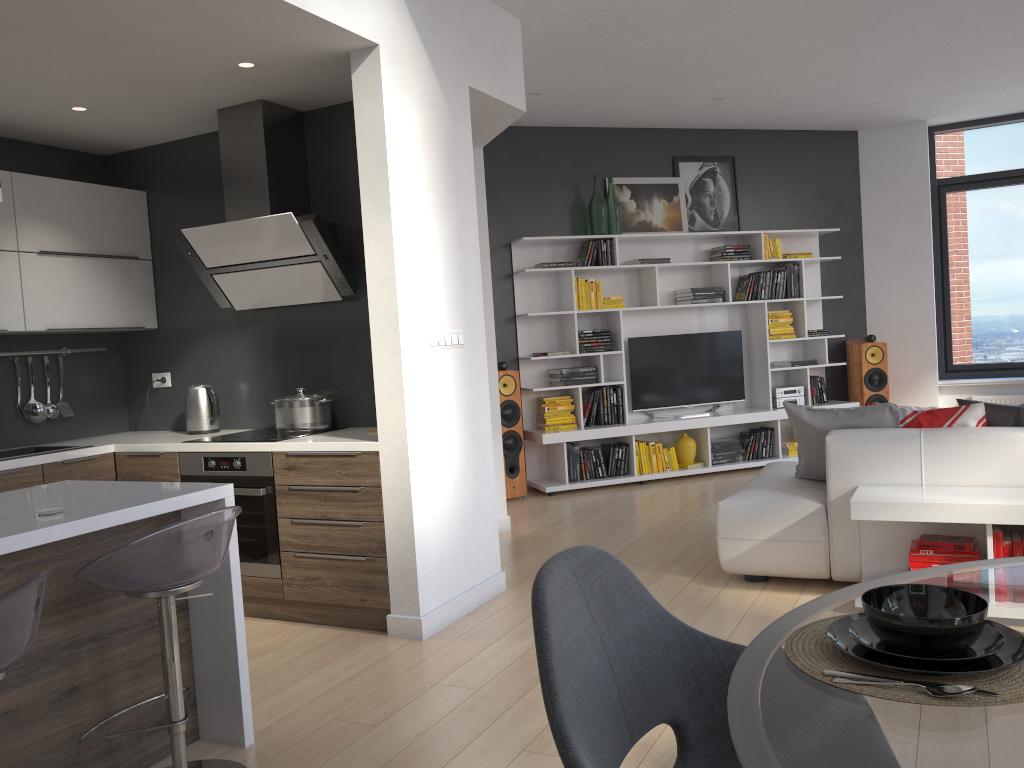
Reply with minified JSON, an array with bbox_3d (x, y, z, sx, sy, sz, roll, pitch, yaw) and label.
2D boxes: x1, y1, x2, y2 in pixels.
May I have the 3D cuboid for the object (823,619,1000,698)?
[{"bbox_3d":[0.565,0.367,1.231,0.206,0.015,0.309,-2,3,31],"label":"object"}]

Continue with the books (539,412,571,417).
[{"bbox_3d":[0.353,0.244,7.284,0.228,0.024,0.152,-4,3,-14],"label":"books"}]

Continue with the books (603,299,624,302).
[{"bbox_3d":[0.818,-0.692,7.390,0.187,0.014,0.134,-5,3,-18],"label":"books"}]

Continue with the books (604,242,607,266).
[{"bbox_3d":[0.745,-1.068,7.357,0.021,0.200,0.147,-5,3,-18],"label":"books"}]

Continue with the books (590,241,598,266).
[{"bbox_3d":[0.653,-1.066,7.325,0.074,0.212,0.154,-5,3,-19],"label":"books"}]

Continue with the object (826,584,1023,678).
[{"bbox_3d":[0.573,0.337,1.232,0.258,0.074,0.258,-3,3,7],"label":"object"}]

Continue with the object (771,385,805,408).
[{"bbox_3d":[2.415,0.114,7.929,0.285,0.174,0.270,-5,3,-18],"label":"object"}]

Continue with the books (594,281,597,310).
[{"bbox_3d":[0.658,-0.730,7.351,0.023,0.239,0.169,-5,3,-18],"label":"books"}]

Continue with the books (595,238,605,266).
[{"bbox_3d":[0.720,-1.080,7.353,0.025,0.232,0.176,-5,3,-18],"label":"books"}]

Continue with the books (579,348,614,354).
[{"bbox_3d":[0.686,-0.274,7.353,0.263,0.026,0.189,-5,3,-20],"label":"books"}]

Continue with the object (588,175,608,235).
[{"bbox_3d":[0.708,-1.468,7.319,0.157,0.507,0.157,-4,3,-5],"label":"object"}]

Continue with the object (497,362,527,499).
[{"bbox_3d":[-0.132,0.367,7.058,0.290,1.088,0.434,-6,3,-33],"label":"object"}]

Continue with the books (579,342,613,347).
[{"bbox_3d":[0.671,-0.327,7.368,0.266,0.030,0.209,-5,3,-20],"label":"books"}]

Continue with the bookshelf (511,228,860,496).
[{"bbox_3d":[1.552,-0.253,7.582,3.000,2.052,0.455,-5,3,-18],"label":"bookshelf"}]

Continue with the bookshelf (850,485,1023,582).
[{"bbox_3d":[2.644,0.668,3.229,2.600,0.500,0.356,-2,3,27],"label":"bookshelf"}]

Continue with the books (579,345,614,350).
[{"bbox_3d":[0.685,-0.300,7.354,0.270,0.025,0.189,-5,3,-19],"label":"books"}]

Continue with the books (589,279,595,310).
[{"bbox_3d":[0.631,-0.733,7.340,0.035,0.250,0.185,-5,3,-18],"label":"books"}]

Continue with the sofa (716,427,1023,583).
[{"bbox_3d":[3.070,0.453,4.663,3.424,0.732,2.614,-2,3,27],"label":"sofa"}]

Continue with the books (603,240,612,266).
[{"bbox_3d":[0.772,-1.078,7.367,0.038,0.218,0.169,-5,3,-18],"label":"books"}]

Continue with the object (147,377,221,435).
[{"bbox_3d":[-1.834,0.116,4.964,0.590,0.318,0.179,-2,3,34],"label":"object"}]

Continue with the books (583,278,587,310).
[{"bbox_3d":[0.566,-0.733,7.323,0.015,0.263,0.199,-5,3,-18],"label":"books"}]

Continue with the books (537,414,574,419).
[{"bbox_3d":[0.357,0.261,7.307,0.263,0.015,0.198,-5,3,-15],"label":"books"}]

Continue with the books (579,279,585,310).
[{"bbox_3d":[0.538,-0.728,7.312,0.044,0.255,0.198,-5,3,-18],"label":"books"}]

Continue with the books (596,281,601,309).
[{"bbox_3d":[0.682,-0.729,7.355,0.024,0.234,0.172,-5,3,-18],"label":"books"}]

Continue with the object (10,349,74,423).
[{"bbox_3d":[-2.554,0.010,4.815,0.069,0.389,0.320,-2,3,28],"label":"object"}]

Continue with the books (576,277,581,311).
[{"bbox_3d":[0.506,-0.733,7.296,0.025,0.270,0.213,-5,3,-18],"label":"books"}]

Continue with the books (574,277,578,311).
[{"bbox_3d":[0.483,-0.730,7.279,0.029,0.270,0.204,-5,3,-18],"label":"books"}]

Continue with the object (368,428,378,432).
[{"bbox_3d":[-0.513,0.062,4.307,0.330,0.316,0.221,-2,3,27],"label":"object"}]

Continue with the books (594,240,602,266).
[{"bbox_3d":[0.698,-1.072,7.341,0.021,0.221,0.156,-5,3,-18],"label":"books"}]

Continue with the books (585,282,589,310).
[{"bbox_3d":[0.591,-0.717,7.310,0.024,0.229,0.156,-5,3,-18],"label":"books"}]

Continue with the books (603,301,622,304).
[{"bbox_3d":[0.818,-0.676,7.374,0.169,0.018,0.113,-5,3,-17],"label":"books"}]

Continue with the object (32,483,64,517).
[{"bbox_3d":[-1.406,0.239,2.400,0.323,0.267,0.148,-4,3,-8],"label":"object"}]

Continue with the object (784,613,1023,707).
[{"bbox_3d":[0.568,0.375,1.238,0.360,0.002,0.360,-4,3,2],"label":"object"}]

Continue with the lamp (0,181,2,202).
[{"bbox_3d":[-1.751,-0.874,2.141,0.020,0.756,0.998,-2,3,27],"label":"lamp"}]

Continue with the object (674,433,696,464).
[{"bbox_3d":[1.472,0.545,7.533,0.185,0.257,0.185,-6,4,-41],"label":"object"}]

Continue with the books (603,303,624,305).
[{"bbox_3d":[0.818,-0.663,7.395,0.196,0.011,0.148,-5,3,-18],"label":"books"}]

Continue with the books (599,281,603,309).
[{"bbox_3d":[0.706,-0.732,7.367,0.024,0.234,0.172,-5,3,-18],"label":"books"}]

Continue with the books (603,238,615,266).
[{"bbox_3d":[0.800,-1.087,7.369,0.019,0.230,0.174,-5,3,-18],"label":"books"}]

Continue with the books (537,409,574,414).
[{"bbox_3d":[0.358,0.221,7.304,0.251,0.019,0.180,-5,3,-18],"label":"books"}]

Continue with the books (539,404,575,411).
[{"bbox_3d":[0.367,0.194,7.304,0.250,0.035,0.185,-5,3,-15],"label":"books"}]

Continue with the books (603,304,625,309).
[{"bbox_3d":[0.820,-0.640,7.392,0.190,0.033,0.147,-5,3,-18],"label":"books"}]

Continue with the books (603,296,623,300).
[{"bbox_3d":[0.809,-0.712,7.400,0.186,0.026,0.138,-5,3,-18],"label":"books"}]

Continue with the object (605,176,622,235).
[{"bbox_3d":[0.838,-1.482,7.422,0.157,0.507,0.157,-4,3,-5],"label":"object"}]

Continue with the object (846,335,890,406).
[{"bbox_3d":[3.253,0.090,8.162,0.290,1.088,0.434,-4,3,-3],"label":"object"}]

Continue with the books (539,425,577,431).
[{"bbox_3d":[0.377,0.352,7.287,0.270,0.029,0.204,-4,3,-13],"label":"books"}]

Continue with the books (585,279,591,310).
[{"bbox_3d":[0.604,-0.732,7.333,0.019,0.251,0.180,-5,3,-18],"label":"books"}]

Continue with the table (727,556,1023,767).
[{"bbox_3d":[1.023,0.743,0.955,1.499,0.764,1.499,-3,3,16],"label":"table"}]

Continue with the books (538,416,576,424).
[{"bbox_3d":[0.366,0.290,7.296,0.255,0.044,0.198,-5,3,-18],"label":"books"}]

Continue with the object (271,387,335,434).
[{"bbox_3d":[-1.069,0.128,4.533,0.288,0.223,0.315,-5,3,-22],"label":"object"}]
